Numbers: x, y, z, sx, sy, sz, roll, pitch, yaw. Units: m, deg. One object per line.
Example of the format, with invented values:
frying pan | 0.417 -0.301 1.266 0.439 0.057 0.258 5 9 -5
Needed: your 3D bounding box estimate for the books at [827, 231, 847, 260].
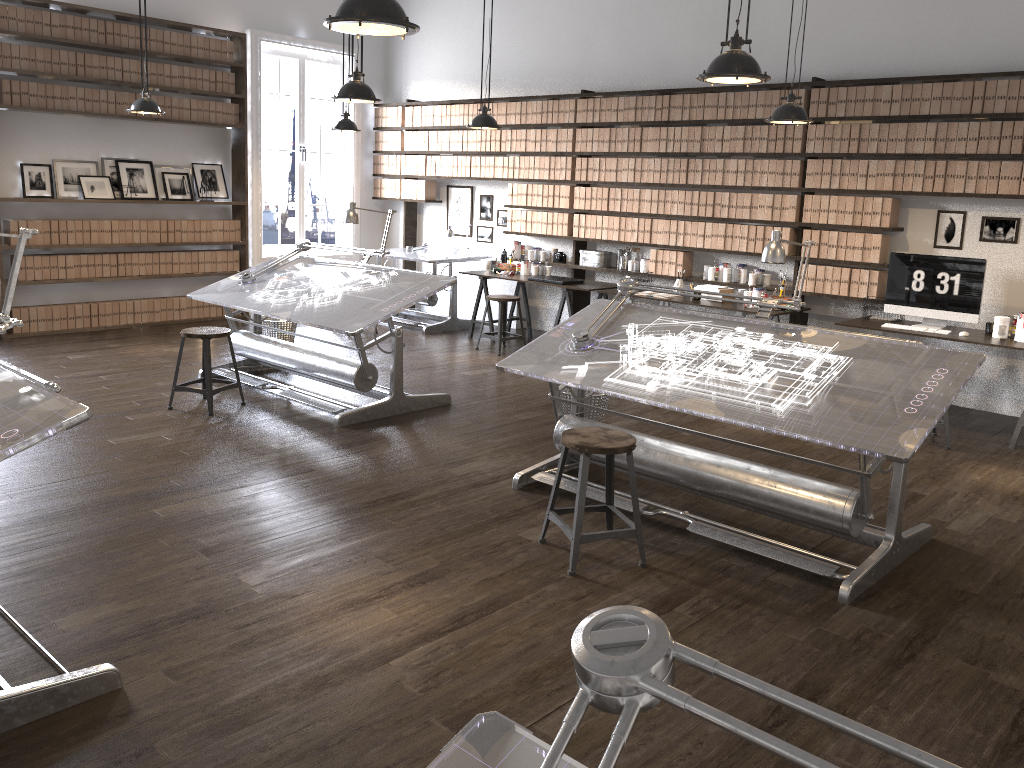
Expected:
books | 2.579 -1.098 7.024 0.067 0.224 0.175 11 14 41

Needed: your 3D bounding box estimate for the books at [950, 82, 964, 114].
books | 3.201 -2.031 6.319 0.067 0.223 0.175 11 14 41

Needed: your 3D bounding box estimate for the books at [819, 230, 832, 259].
books | 2.530 -1.111 7.074 0.067 0.224 0.175 11 14 41

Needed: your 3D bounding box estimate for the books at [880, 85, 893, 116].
books | 2.841 -2.118 6.644 0.067 0.223 0.175 11 14 41

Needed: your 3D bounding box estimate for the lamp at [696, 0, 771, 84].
lamp | 0.989 -2.395 3.591 0.313 2.233 0.313 -2 11 -23

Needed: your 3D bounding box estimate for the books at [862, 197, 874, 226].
books | 2.771 -1.324 6.819 0.067 0.224 0.175 11 14 41

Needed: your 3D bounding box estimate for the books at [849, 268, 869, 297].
books | 2.720 -0.792 6.938 0.067 0.224 0.175 11 14 41

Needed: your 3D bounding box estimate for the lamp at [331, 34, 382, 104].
lamp | -0.921 -2.858 5.321 0.313 2.233 0.313 -3 11 -27

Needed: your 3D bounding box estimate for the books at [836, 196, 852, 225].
books | 2.620 -1.360 6.954 0.067 0.223 0.175 11 14 41

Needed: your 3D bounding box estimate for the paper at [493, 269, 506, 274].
paper | -0.134 -1.141 8.976 0.155 0.038 0.138 9 14 27

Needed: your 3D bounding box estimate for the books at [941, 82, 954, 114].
books | 3.152 -2.041 6.358 0.067 0.224 0.175 11 14 41

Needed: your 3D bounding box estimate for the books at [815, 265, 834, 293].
books | 2.512 -0.840 7.118 0.067 0.224 0.175 11 14 41

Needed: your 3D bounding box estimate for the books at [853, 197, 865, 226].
books | 2.719 -1.336 6.866 0.067 0.224 0.175 11 14 41

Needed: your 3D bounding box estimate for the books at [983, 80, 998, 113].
books | 3.360 -1.993 6.178 0.067 0.224 0.175 11 14 41

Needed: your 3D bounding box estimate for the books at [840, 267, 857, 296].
books | 2.662 -0.804 6.984 0.067 0.224 0.175 11 14 41

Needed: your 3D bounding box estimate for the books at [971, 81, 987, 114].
books | 3.301 -2.005 6.224 0.067 0.224 0.175 11 14 41

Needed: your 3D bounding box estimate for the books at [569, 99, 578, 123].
books | 0.640 -2.651 8.632 0.067 0.224 0.175 11 14 41

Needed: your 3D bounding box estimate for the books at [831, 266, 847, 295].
books | 2.611 -0.818 7.037 0.067 0.223 0.175 11 14 41

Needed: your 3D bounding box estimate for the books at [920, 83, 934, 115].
books | 3.048 -2.068 6.457 0.067 0.224 0.175 11 14 41

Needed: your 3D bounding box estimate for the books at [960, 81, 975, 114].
books | 3.251 -2.019 6.277 0.067 0.223 0.175 11 14 41

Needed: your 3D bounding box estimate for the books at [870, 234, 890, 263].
books | 2.828 -1.038 6.800 0.067 0.223 0.175 11 14 41

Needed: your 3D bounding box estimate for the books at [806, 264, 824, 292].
books | 2.459 -0.853 7.166 0.067 0.224 0.175 11 14 41

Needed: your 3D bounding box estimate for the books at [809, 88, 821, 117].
books | 2.433 -2.218 7.018 0.067 0.223 0.175 11 14 41

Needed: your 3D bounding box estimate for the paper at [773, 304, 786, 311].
paper | 2.063 -0.608 6.987 0.138 0.038 0.156 -6 15 -32

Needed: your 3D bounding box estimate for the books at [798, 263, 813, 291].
books | 2.408 -0.867 7.217 0.067 0.224 0.175 11 14 41

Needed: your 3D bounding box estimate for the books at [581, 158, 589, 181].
books | 0.753 -2.079 8.604 0.067 0.224 0.175 11 14 41

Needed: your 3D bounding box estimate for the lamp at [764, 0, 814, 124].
lamp | 1.848 -2.802 5.576 0.313 2.233 0.313 -2 11 -23

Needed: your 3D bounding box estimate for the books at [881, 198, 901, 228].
books | 2.876 -1.299 6.725 0.067 0.224 0.175 11 14 41

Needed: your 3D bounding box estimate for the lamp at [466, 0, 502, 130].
lamp | -0.195 -3.297 7.427 0.311 2.233 0.315 6 11 22

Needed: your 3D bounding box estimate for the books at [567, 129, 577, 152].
books | 0.625 -2.382 8.685 0.067 0.224 0.175 11 14 41

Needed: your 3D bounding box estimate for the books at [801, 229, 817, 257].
books | 2.420 -1.138 7.173 0.067 0.223 0.175 11 14 41

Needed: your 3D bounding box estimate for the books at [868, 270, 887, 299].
books | 2.824 -0.766 6.844 0.067 0.224 0.175 11 14 41

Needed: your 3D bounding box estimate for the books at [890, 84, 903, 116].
books | 2.892 -2.105 6.595 0.067 0.224 0.175 11 14 41

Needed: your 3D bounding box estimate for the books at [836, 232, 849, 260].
books | 2.634 -1.086 6.980 0.067 0.224 0.175 11 14 41

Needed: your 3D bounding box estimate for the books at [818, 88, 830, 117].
books | 2.483 -2.204 6.965 0.067 0.224 0.175 11 14 41

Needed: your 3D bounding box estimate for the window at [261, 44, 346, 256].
window | -2.409 -2.609 10.114 0.154 2.289 1.249 11 14 41

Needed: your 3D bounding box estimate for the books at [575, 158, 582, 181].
books | 0.702 -2.093 8.657 0.067 0.223 0.175 11 14 41

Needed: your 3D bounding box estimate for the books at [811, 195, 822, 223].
books | 2.469 -1.397 7.091 0.067 0.224 0.175 11 14 41

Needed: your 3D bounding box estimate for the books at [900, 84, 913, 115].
books | 2.947 -2.093 6.551 0.067 0.224 0.175 11 14 41

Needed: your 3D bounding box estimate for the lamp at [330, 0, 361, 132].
lamp | -1.627 -3.643 8.717 0.311 2.233 0.315 6 11 22

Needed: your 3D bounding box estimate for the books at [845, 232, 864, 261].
books | 2.686 -1.073 6.933 0.067 0.224 0.175 11 14 41

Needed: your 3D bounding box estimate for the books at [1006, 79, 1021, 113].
books | 3.464 -1.967 6.084 0.067 0.224 0.175 11 14 41

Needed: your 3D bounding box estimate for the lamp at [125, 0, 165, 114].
lamp | -3.023 -3.368 7.224 0.311 2.233 0.315 6 11 22

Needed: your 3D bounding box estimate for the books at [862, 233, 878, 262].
books | 2.783 -1.049 6.842 0.067 0.223 0.175 11 14 41

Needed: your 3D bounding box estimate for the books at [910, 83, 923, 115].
books | 2.999 -2.081 6.506 0.067 0.224 0.175 11 14 41

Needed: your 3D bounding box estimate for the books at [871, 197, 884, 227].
books | 2.820 -1.311 6.769 0.067 0.224 0.175 11 14 41

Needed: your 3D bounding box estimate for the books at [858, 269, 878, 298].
books | 2.769 -0.779 6.888 0.067 0.224 0.175 11 14 41

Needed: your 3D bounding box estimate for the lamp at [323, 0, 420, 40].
lamp | -0.410 -2.245 2.692 0.313 2.246 0.313 -2 11 -23

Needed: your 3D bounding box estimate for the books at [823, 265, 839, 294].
books | 2.561 -0.830 7.079 0.067 0.223 0.175 11 14 41

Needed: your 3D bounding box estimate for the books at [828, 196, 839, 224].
books | 2.573 -1.371 6.995 0.067 0.223 0.175 11 14 41

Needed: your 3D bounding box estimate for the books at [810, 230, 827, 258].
books | 2.471 -1.124 7.120 0.067 0.224 0.175 11 14 41

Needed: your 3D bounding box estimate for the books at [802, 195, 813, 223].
books | 2.419 -1.409 7.139 0.067 0.224 0.175 11 14 41

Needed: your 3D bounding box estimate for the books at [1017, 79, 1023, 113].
books | 3.516 -1.955 6.037 0.067 0.224 0.175 11 14 41

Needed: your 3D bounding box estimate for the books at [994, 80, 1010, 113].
books | 3.409 -1.980 6.128 0.067 0.224 0.175 11 14 41

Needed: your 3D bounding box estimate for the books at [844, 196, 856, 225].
books | 2.666 -1.348 6.907 0.067 0.224 0.175 11 14 41

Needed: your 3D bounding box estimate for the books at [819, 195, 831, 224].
books | 2.518 -1.384 7.042 0.067 0.224 0.175 11 14 41

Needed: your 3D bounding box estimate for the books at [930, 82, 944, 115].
books | 3.099 -2.054 6.406 0.067 0.224 0.175 11 14 41

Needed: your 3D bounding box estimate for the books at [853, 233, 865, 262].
books | 2.731 -1.061 6.883 0.067 0.224 0.175 11 14 41
